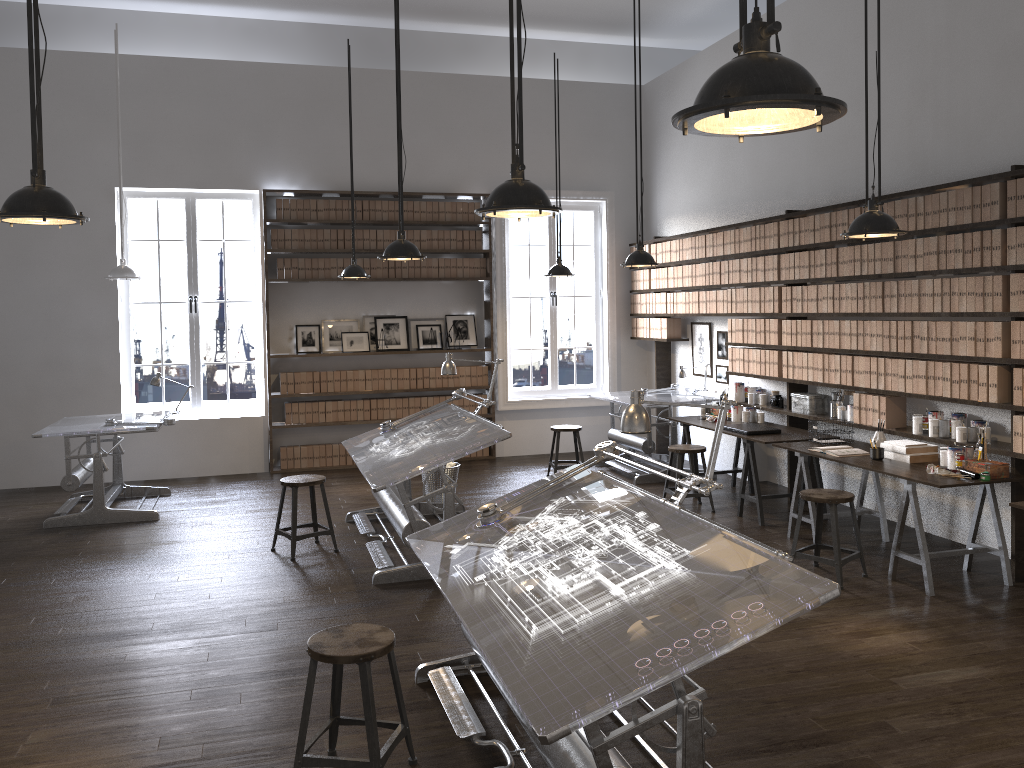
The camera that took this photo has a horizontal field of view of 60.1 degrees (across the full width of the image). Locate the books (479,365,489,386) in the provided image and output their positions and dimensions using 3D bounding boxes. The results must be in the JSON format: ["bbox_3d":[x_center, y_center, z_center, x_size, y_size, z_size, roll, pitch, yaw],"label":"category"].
[{"bbox_3d":[-0.324,-0.097,10.166,0.067,0.225,0.175,-2,3,-16],"label":"books"}]

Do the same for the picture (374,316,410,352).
[{"bbox_3d":[-1.340,-0.561,9.889,0.373,0.391,0.149,-2,2,-16],"label":"picture"}]

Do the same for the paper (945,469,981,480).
[{"bbox_3d":[2.612,0.524,5.143,0.137,0.038,0.155,-1,5,-1],"label":"paper"}]

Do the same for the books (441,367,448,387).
[{"bbox_3d":[-0.776,-0.079,10.042,0.067,0.225,0.175,-2,3,-16],"label":"books"}]

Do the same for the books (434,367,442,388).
[{"bbox_3d":[-0.844,-0.076,10.023,0.067,0.225,0.175,-2,3,-16],"label":"books"}]

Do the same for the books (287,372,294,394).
[{"bbox_3d":[-2.396,-0.011,9.569,0.067,0.225,0.175,-2,3,-16],"label":"books"}]

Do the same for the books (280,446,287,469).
[{"bbox_3d":[-2.471,0.795,9.576,0.067,0.225,0.175,-2,3,-16],"label":"books"}]

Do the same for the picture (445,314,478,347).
[{"bbox_3d":[-0.579,-0.612,10.130,0.343,0.364,0.161,-2,2,-16],"label":"picture"}]

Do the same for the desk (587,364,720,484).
[{"bbox_3d":[1.493,0.354,9.080,1.071,1.096,1.271,-2,4,-16],"label":"desk"}]

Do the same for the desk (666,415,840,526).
[{"bbox_3d":[1.980,0.692,7.525,0.656,0.668,1.672,-2,4,-16],"label":"desk"}]

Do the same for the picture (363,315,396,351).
[{"bbox_3d":[-1.475,-0.567,9.905,0.369,0.405,0.091,-2,2,-16],"label":"picture"}]

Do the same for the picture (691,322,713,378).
[{"bbox_3d":[1.998,-0.364,9.318,0.040,0.574,0.416,-2,3,-16],"label":"picture"}]

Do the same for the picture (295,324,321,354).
[{"bbox_3d":[-2.232,-0.492,9.703,0.267,0.315,0.058,-2,2,-16],"label":"picture"}]

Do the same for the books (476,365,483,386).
[{"bbox_3d":[-0.389,-0.095,10.155,0.067,0.225,0.175,-2,3,-16],"label":"books"}]

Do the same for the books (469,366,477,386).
[{"bbox_3d":[-0.455,-0.092,10.134,0.067,0.225,0.175,-2,3,-16],"label":"books"}]

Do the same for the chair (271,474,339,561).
[{"bbox_3d":[-1.470,0.931,6.268,0.372,0.527,0.359,-3,3,-38],"label":"chair"}]

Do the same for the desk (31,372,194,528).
[{"bbox_3d":[-3.390,0.507,7.733,1.172,1.187,1.271,-2,3,-16],"label":"desk"}]

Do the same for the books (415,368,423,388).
[{"bbox_3d":[-1.051,-0.067,9.958,0.067,0.225,0.175,-2,3,-16],"label":"books"}]

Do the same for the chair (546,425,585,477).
[{"bbox_3d":[0.543,0.687,8.783,0.358,0.527,0.372,-1,3,-8],"label":"chair"}]

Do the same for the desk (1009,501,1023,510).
[{"bbox_3d":[3.063,0.983,3.774,0.656,0.668,1.672,-2,4,-16],"label":"desk"}]

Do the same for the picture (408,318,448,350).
[{"bbox_3d":[-0.956,-0.564,10.052,0.434,0.360,0.095,-2,2,-16],"label":"picture"}]

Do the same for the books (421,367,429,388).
[{"bbox_3d":[-0.981,-0.071,9.984,0.067,0.225,0.175,-2,3,-16],"label":"books"}]

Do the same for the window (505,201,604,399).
[{"bbox_3d":[0.477,-0.973,10.349,1.245,2.306,0.153,-2,2,-16],"label":"window"}]

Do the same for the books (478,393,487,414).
[{"bbox_3d":[-0.338,0.225,10.172,0.067,0.225,0.175,-2,3,-16],"label":"books"}]

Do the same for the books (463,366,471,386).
[{"bbox_3d":[-0.522,-0.089,10.111,0.067,0.225,0.175,-2,3,-16],"label":"books"}]

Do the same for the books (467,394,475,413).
[{"bbox_3d":[-0.475,0.230,10.137,0.067,0.225,0.175,-2,3,-16],"label":"books"}]

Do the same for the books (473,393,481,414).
[{"bbox_3d":[-0.407,0.227,10.157,0.067,0.225,0.175,-2,3,-16],"label":"books"}]

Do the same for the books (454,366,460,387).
[{"bbox_3d":[-0.647,-0.084,10.078,0.067,0.225,0.175,-2,3,-16],"label":"books"}]

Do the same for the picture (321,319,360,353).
[{"bbox_3d":[-1.887,-0.529,9.783,0.415,0.365,0.083,-2,2,-16],"label":"picture"}]

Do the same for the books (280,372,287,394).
[{"bbox_3d":[-2.467,-0.008,9.552,0.067,0.225,0.175,-2,3,-16],"label":"books"}]

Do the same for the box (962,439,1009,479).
[{"bbox_3d":[2.762,0.431,5.168,0.137,0.207,0.212,-2,3,-16],"label":"box"}]

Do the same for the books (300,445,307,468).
[{"bbox_3d":[-2.266,0.786,9.631,0.067,0.225,0.175,-2,3,-16],"label":"books"}]

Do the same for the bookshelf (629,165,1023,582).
[{"bbox_3d":[2.856,0.241,6.118,0.373,3.199,9.198,-2,4,-16],"label":"bookshelf"}]

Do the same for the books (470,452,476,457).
[{"bbox_3d":[-0.463,0.711,10.148,0.067,0.225,0.175,-2,3,-16],"label":"books"}]

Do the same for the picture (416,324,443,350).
[{"bbox_3d":[-0.932,-0.528,10.017,0.290,0.290,0.127,-2,2,-16],"label":"picture"}]

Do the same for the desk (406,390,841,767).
[{"bbox_3d":[0.299,0.707,3.315,1.077,1.384,2.073,-2,4,-16],"label":"desk"}]

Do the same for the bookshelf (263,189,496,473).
[{"bbox_3d":[-1.450,-0.252,9.886,2.474,3.717,0.413,-2,2,-16],"label":"bookshelf"}]

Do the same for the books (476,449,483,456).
[{"bbox_3d":[-0.393,0.708,10.173,0.067,0.225,0.175,-2,3,-16],"label":"books"}]

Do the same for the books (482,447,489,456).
[{"bbox_3d":[-0.320,0.705,10.192,0.067,0.225,0.175,-2,3,-16],"label":"books"}]

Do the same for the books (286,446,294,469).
[{"bbox_3d":[-2.404,0.792,9.593,0.067,0.225,0.175,-2,3,-16],"label":"books"}]

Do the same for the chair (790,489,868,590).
[{"bbox_3d":[1.941,0.937,5.457,0.359,0.527,0.372,-4,4,-43],"label":"chair"}]

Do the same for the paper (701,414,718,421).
[{"bbox_3d":[1.781,0.301,8.020,0.137,0.038,0.155,-4,5,-31],"label":"paper"}]

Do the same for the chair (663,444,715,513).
[{"bbox_3d":[1.461,0.787,7.372,0.358,0.527,0.372,-1,3,-8],"label":"chair"}]

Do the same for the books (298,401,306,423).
[{"bbox_3d":[-2.282,0.306,9.614,0.067,0.225,0.175,-2,3,-16],"label":"books"}]

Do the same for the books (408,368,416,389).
[{"bbox_3d":[-1.124,-0.064,9.943,0.067,0.225,0.175,-2,3,-16],"label":"books"}]

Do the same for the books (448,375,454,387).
[{"bbox_3d":[-0.710,-0.081,10.055,0.067,0.225,0.175,-2,3,-16],"label":"books"}]

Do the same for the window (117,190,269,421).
[{"bbox_3d":[-3.364,-0.816,9.368,1.483,2.493,0.153,-2,2,-16],"label":"window"}]

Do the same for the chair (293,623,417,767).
[{"bbox_3d":[-0.567,1.171,3.166,0.358,0.527,0.372,0,3,12],"label":"chair"}]

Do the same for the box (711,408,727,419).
[{"bbox_3d":[1.924,0.268,8.077,0.137,0.083,0.212,-2,4,-16],"label":"box"}]

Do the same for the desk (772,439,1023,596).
[{"bbox_3d":[2.469,0.824,5.830,0.656,0.668,1.672,-2,4,-16],"label":"desk"}]

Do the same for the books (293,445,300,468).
[{"bbox_3d":[-2.335,0.789,9.609,0.067,0.225,0.175,-2,3,-16],"label":"books"}]

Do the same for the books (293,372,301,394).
[{"bbox_3d":[-2.327,-0.014,9.589,0.067,0.225,0.175,-2,3,-16],"label":"books"}]

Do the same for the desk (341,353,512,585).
[{"bbox_3d":[-0.631,0.458,6.535,1.077,1.384,2.285,-2,4,-16],"label":"desk"}]

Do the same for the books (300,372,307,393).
[{"bbox_3d":[-2.267,-0.017,9.611,0.067,0.225,0.175,-2,3,-16],"label":"books"}]

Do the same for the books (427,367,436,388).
[{"bbox_3d":[-0.911,-0.073,9.999,0.067,0.225,0.175,-2,3,-16],"label":"books"}]

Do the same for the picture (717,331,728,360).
[{"bbox_3d":[2.123,-0.390,8.918,0.022,0.284,0.202,-2,3,-17],"label":"picture"}]

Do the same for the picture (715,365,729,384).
[{"bbox_3d":[2.124,-0.098,8.936,0.023,0.183,0.251,-2,4,-16],"label":"picture"}]

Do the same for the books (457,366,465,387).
[{"bbox_3d":[-0.586,-0.087,10.094,0.067,0.225,0.175,-2,3,-16],"label":"books"}]

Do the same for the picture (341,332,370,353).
[{"bbox_3d":[-1.722,-0.459,9.753,0.300,0.228,0.145,-2,3,-16],"label":"picture"}]
